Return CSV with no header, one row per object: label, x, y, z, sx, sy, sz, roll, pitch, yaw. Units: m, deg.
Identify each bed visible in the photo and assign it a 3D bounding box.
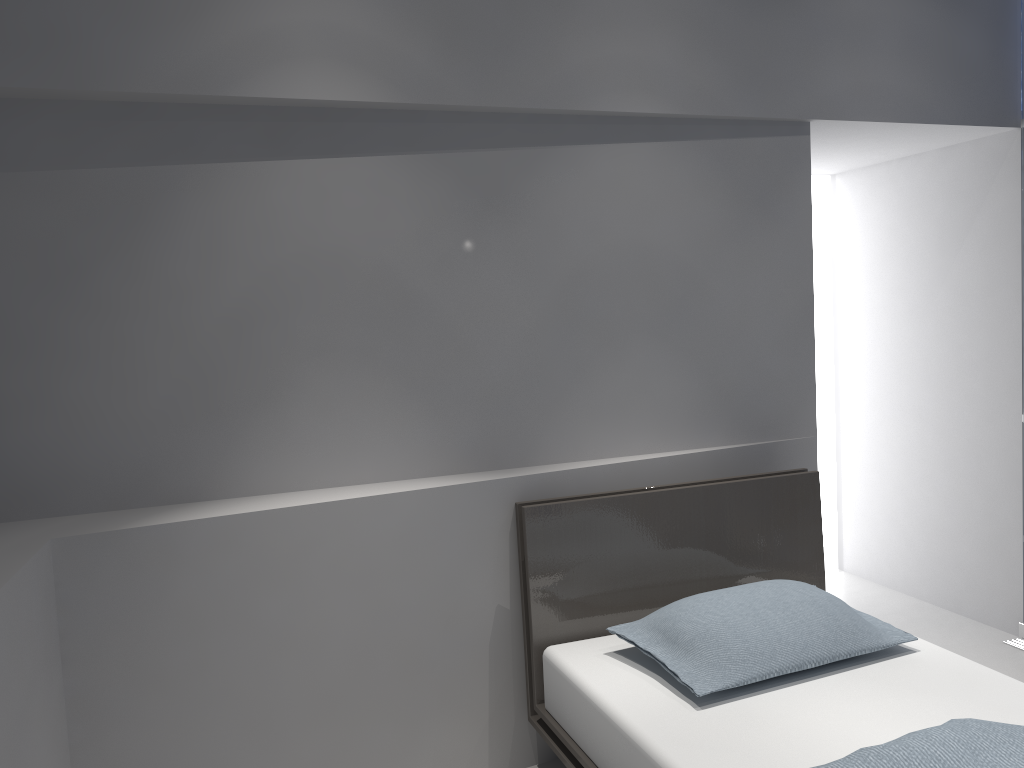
bed,0.859,0.758,1.740,1.411,0.752,2.319,-4,5,-19

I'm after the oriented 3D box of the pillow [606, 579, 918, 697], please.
pillow,0.685,0.658,2.434,0.746,0.173,0.417,-5,5,-24
